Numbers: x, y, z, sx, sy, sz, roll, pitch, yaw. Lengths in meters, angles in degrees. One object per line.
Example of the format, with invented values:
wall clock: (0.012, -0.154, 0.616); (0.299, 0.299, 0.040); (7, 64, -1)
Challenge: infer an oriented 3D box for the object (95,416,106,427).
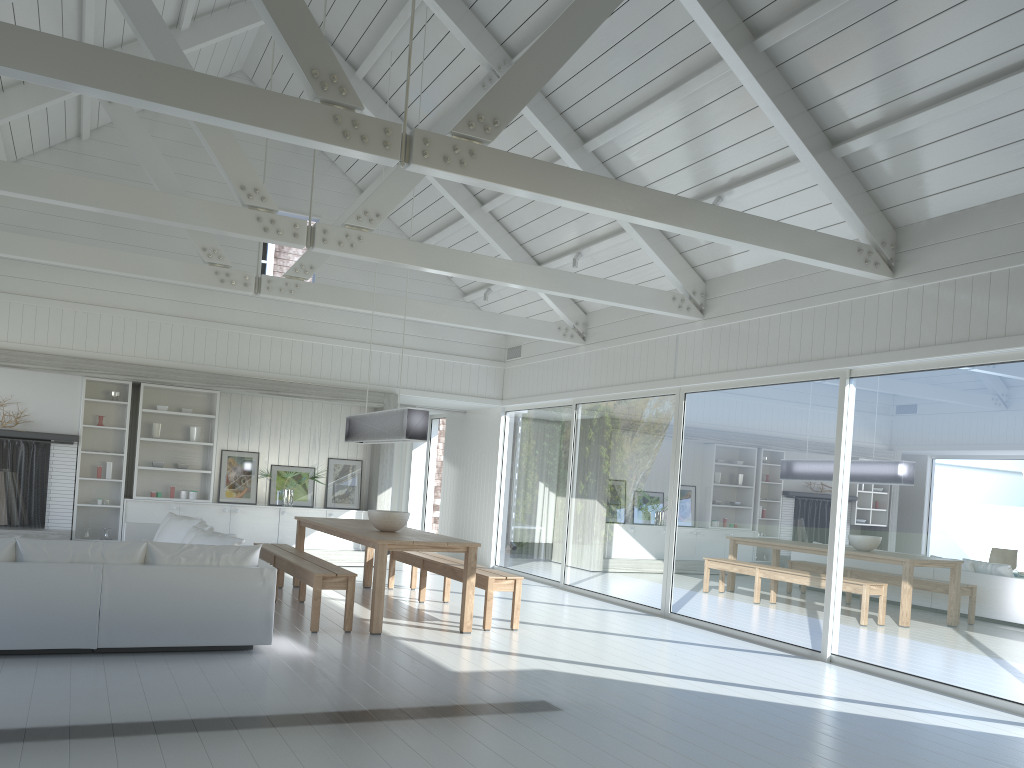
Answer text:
object: (-5.076, 0.460, 10.880); (0.136, 0.130, 0.138); (3, -4, 16)

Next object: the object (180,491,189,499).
object: (-4.223, 1.431, 11.376); (0.091, 0.095, 0.090); (4, -3, 8)

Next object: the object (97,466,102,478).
object: (-5.097, 1.067, 10.891); (0.054, 0.196, 0.054); (4, -1, -27)

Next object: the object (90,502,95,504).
object: (-5.170, 1.468, 10.870); (0.054, 0.025, 0.054); (7, -6, -26)

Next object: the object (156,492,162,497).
object: (-4.492, 1.409, 11.212); (0.057, 0.061, 0.059); (1, -4, 41)

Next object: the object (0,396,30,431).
object: (-5.912, 0.289, 10.198); (0.456, 0.501, 0.788); (2, -5, 33)

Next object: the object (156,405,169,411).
object: (-4.440, 0.313, 11.186); (0.141, 0.066, 0.141); (7, -6, -26)

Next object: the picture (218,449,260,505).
picture: (-3.630, 1.242, 11.728); (0.496, 0.703, 0.065); (5, -1, -26)

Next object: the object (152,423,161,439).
object: (-4.505, 0.598, 11.162); (0.103, 0.196, 0.102); (5, -2, -26)

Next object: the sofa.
sofa: (-4.091, 1.427, 7.133); (3.491, 0.736, 4.134); (7, -7, -26)

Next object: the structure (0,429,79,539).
structure: (-6.115, 1.191, 10.525); (1.623, 1.285, 0.858); (6, -3, -26)

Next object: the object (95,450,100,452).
object: (-5.107, 0.829, 10.860); (0.054, 0.025, 0.054); (7, -6, -26)

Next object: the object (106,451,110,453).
object: (-5.025, 0.846, 10.962); (0.054, 0.025, 0.054); (7, -6, -26)

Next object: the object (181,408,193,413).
object: (-4.227, 0.358, 11.450); (0.141, 0.066, 0.141); (7, -6, -26)

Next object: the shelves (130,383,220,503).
shelves: (-4.359, 0.777, 11.398); (0.942, 1.442, 0.604); (5, -2, -26)

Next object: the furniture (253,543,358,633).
furniture: (-1.997, 1.835, 8.177); (0.341, 0.470, 2.681); (5, -6, -26)

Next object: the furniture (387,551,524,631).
furniture: (-0.659, 2.005, 8.843); (0.341, 0.470, 2.681); (5, -6, -26)

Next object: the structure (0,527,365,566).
structure: (-5.071, 2.036, 11.397); (6.376, 0.346, 1.882); (7, -7, -26)

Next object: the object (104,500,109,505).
object: (-5.033, 1.466, 10.936); (0.058, 0.061, 0.057); (6, -4, -27)

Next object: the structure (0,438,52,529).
structure: (-5.955, 1.143, 10.207); (1.102, 1.062, 0.116); (6, -1, -27)

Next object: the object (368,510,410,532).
object: (-1.139, 1.265, 8.118); (0.391, 0.185, 0.389); (8, -7, -35)

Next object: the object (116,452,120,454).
object: (-4.943, 0.863, 11.063); (0.054, 0.025, 0.054); (7, -6, -26)

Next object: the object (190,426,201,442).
object: (-4.086, 0.651, 11.371); (0.102, 0.196, 0.103); (3, -2, 19)

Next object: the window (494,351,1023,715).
window: (2.204, 1.164, 8.258); (0.081, 2.415, 10.930); (4, -6, -26)

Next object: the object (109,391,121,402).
object: (-4.918, 0.158, 10.919); (0.161, 0.124, 0.162); (4, -4, 6)

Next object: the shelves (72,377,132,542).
shelves: (-5.131, 0.958, 11.022); (0.542, 1.998, 0.603); (4, -1, -26)

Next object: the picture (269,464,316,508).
picture: (-3.003, 1.398, 12.054); (0.611, 0.553, 0.053); (6, -1, -26)

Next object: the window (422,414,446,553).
window: (-1.338, 1.740, 15.474); (0.038, 2.426, 0.944); (4, -1, -26)

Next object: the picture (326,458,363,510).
picture: (-2.352, 1.404, 12.364); (0.496, 0.703, 0.065); (5, -1, -26)

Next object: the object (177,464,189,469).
object: (-4.277, 1.070, 11.447); (0.141, 0.066, 0.141); (7, -6, -26)

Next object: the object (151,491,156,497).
object: (-4.542, 1.394, 11.157); (0.054, 0.071, 0.054); (2, -3, 43)

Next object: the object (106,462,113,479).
object: (-5.000, 1.072, 10.937); (0.073, 0.211, 0.071); (4, -1, -27)

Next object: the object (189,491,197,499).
object: (-4.108, 1.428, 11.357); (0.085, 0.111, 0.085); (4, -3, 9)

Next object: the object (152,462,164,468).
object: (-4.490, 1.025, 11.183); (0.141, 0.066, 0.141); (7, -6, -26)

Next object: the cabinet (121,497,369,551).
cabinet: (-3.502, 1.890, 11.828); (3.195, 0.550, 0.653); (7, -5, -26)

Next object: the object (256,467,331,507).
object: (-2.907, 1.332, 11.769); (0.975, 0.628, 0.621); (7, -4, -29)

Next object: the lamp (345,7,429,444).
lamp: (-1.100, -1.555, 8.463); (0.201, 4.239, 1.903); (4, -1, -26)

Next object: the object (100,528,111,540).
object: (-5.033, 1.860, 10.943); (0.136, 0.130, 0.138); (3, -4, 16)

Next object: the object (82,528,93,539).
object: (-5.229, 1.835, 10.846); (0.136, 0.130, 0.138); (3, -4, 16)

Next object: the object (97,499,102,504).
object: (-5.099, 1.453, 10.904); (0.054, 0.071, 0.054); (5, -3, -27)

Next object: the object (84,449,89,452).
object: (-5.188, 0.811, 10.759); (0.054, 0.025, 0.054); (7, -6, -26)

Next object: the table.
table: (-1.342, 1.772, 8.504); (0.909, 0.761, 2.949); (6, -6, -26)

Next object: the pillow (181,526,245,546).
pillow: (-2.493, 1.419, 7.096); (0.468, 0.477, 1.316); (6, -6, -35)

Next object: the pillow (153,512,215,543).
pillow: (-3.197, 1.542, 8.604); (0.464, 0.477, 2.055); (6, -6, -34)

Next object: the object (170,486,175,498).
object: (-4.342, 1.359, 11.273); (0.054, 0.196, 0.054); (4, -1, -27)

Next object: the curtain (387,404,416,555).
curtain: (-2.032, 1.461, 13.673); (1.009, 2.368, 0.116); (5, -1, -26)
